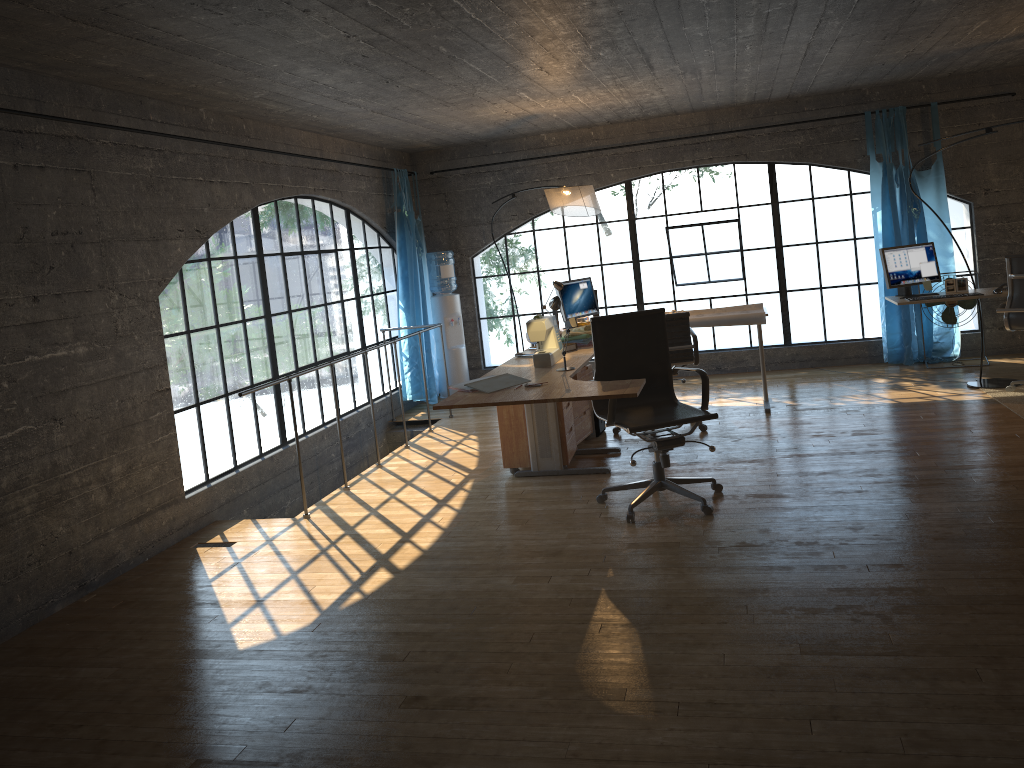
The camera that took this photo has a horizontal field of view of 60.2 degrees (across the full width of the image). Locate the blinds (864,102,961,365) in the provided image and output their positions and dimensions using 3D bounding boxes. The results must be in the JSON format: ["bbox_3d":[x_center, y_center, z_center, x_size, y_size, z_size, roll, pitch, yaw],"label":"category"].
[{"bbox_3d":[3.577,-1.326,7.869,0.666,2.282,0.260,-6,3,10],"label":"blinds"}]

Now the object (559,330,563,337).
[{"bbox_3d":[0.294,-0.428,6.573,0.190,0.163,0.171,-6,6,0],"label":"object"}]

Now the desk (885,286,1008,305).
[{"bbox_3d":[4.088,-0.116,4.801,3.251,0.733,3.511,-4,9,15],"label":"desk"}]

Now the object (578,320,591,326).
[{"bbox_3d":[0.570,-0.494,7.219,0.204,0.036,0.207,-4,9,13],"label":"object"}]

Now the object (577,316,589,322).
[{"bbox_3d":[0.544,-0.527,7.224,0.144,0.032,0.154,-3,9,19],"label":"object"}]

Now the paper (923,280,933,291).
[{"bbox_3d":[3.138,-0.741,6.660,0.077,0.074,0.018,-8,4,-15],"label":"paper"}]

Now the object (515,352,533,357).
[{"bbox_3d":[0.103,-0.186,5.602,0.180,0.025,0.076,2,12,44],"label":"object"}]

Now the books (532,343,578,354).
[{"bbox_3d":[0.255,-0.233,5.704,0.262,0.054,0.291,-12,10,-34],"label":"books"}]

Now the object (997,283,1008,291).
[{"bbox_3d":[3.652,-0.729,6.401,0.415,0.081,0.279,-14,12,-43],"label":"object"}]

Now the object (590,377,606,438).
[{"bbox_3d":[0.424,0.178,6.556,0.479,0.409,0.202,-4,5,20],"label":"object"}]

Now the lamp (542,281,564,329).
[{"bbox_3d":[0.319,-0.582,6.757,0.208,0.406,0.105,-8,4,-18],"label":"lamp"}]

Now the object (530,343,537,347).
[{"bbox_3d":[0.184,-0.322,6.082,0.133,0.128,0.039,-5,4,10],"label":"object"}]

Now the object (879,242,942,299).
[{"bbox_3d":[3.017,-0.857,6.674,0.471,0.388,0.287,-8,6,-15],"label":"object"}]

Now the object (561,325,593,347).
[{"bbox_3d":[0.445,-0.321,5.886,0.255,0.129,0.255,-4,8,18],"label":"object"}]

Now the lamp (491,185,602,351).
[{"bbox_3d":[-0.454,-0.972,9.640,0.387,1.917,6.270,-8,8,-20],"label":"lamp"}]

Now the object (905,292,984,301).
[{"bbox_3d":[3.116,-0.631,6.373,0.489,0.011,0.189,-4,9,15],"label":"object"}]

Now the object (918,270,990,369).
[{"bbox_3d":[3.860,-0.587,7.779,0.489,0.797,0.587,-5,6,20],"label":"object"}]

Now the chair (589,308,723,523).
[{"bbox_3d":[0.774,0.128,4.683,0.655,1.008,0.688,-8,5,-16],"label":"chair"}]

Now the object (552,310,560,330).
[{"bbox_3d":[0.336,-0.539,6.890,0.085,0.276,0.085,-9,4,-31],"label":"object"}]

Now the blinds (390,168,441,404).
[{"bbox_3d":[-0.916,-0.942,8.545,0.261,2.269,0.954,-6,4,12],"label":"blinds"}]

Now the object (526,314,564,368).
[{"bbox_3d":[0.191,-0.267,5.220,0.136,0.282,0.407,-5,7,15],"label":"object"}]

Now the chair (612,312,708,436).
[{"bbox_3d":[1.013,-0.089,6.410,0.653,0.853,0.690,-6,5,2],"label":"chair"}]

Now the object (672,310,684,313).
[{"bbox_3d":[1.336,-0.568,7.065,0.160,0.064,0.054,-9,6,-18],"label":"object"}]

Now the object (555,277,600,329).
[{"bbox_3d":[0.525,-0.640,7.044,0.285,0.388,0.475,-2,8,40],"label":"object"}]

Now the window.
[{"bbox_3d":[0.390,-0.935,7.887,6.984,1.857,3.198,-10,8,-25],"label":"window"}]

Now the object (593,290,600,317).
[{"bbox_3d":[0.680,-0.637,7.278,0.084,0.276,0.085,-5,4,17],"label":"object"}]

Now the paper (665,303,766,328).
[{"bbox_3d":[1.527,-0.513,6.873,0.849,0.113,0.588,-4,9,15],"label":"paper"}]

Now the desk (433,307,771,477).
[{"bbox_3d":[0.847,0.110,5.651,1.631,0.733,3.550,-4,9,16],"label":"desk"}]

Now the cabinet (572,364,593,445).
[{"bbox_3d":[0.316,0.161,6.233,0.471,0.568,0.430,-4,6,22],"label":"cabinet"}]

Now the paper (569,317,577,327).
[{"bbox_3d":[0.478,-0.482,6.901,0.019,0.074,0.079,-3,7,40],"label":"paper"}]

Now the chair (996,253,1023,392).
[{"bbox_3d":[3.748,-0.426,6.136,0.691,1.009,0.652,-11,7,-41],"label":"chair"}]

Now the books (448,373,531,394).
[{"bbox_3d":[-0.119,-0.007,4.542,0.310,0.044,0.317,-14,11,-40],"label":"books"}]

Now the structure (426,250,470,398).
[{"bbox_3d":[-0.654,-0.610,8.963,0.326,1.467,0.330,-4,4,35],"label":"structure"}]

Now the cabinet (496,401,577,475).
[{"bbox_3d":[0.168,0.254,5.737,0.425,0.568,0.429,-5,5,12],"label":"cabinet"}]

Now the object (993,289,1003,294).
[{"bbox_3d":[3.430,-0.655,6.234,0.059,0.034,0.102,-3,9,25],"label":"object"}]

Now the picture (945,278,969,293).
[{"bbox_3d":[3.324,-0.737,6.605,0.158,0.104,0.032,-4,4,15],"label":"picture"}]

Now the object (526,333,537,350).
[{"bbox_3d":[0.161,-0.306,5.975,0.100,0.134,0.154,-11,8,-40],"label":"object"}]

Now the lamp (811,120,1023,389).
[{"bbox_3d":[2.817,-1.067,7.927,0.388,1.918,6.256,-8,8,-29],"label":"lamp"}]

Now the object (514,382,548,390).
[{"bbox_3d":[0.096,0.007,4.403,0.142,0.013,0.129,-3,9,18],"label":"object"}]

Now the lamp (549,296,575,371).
[{"bbox_3d":[0.273,-0.278,4.830,0.105,0.406,0.209,-6,4,1],"label":"lamp"}]

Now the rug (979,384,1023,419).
[{"bbox_3d":[4.013,0.167,5.384,1.597,0.005,2.227,-4,9,15],"label":"rug"}]
